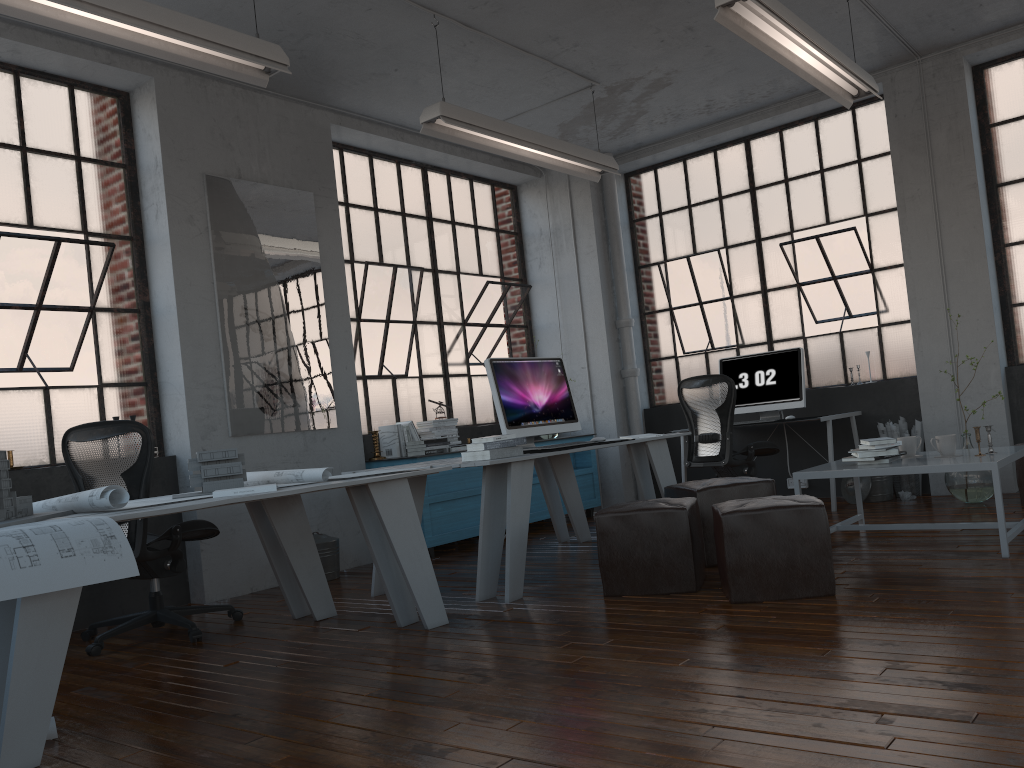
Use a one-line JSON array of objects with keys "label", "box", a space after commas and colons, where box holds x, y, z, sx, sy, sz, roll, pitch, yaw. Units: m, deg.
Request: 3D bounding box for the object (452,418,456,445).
[{"label": "object", "box": [-0.466, 0.406, 7.168, 0.084, 0.256, 0.084, -7, -2, 16]}]

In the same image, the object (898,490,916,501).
[{"label": "object", "box": [2.937, 0.838, 6.601, 0.125, 0.107, 0.096, -6, -2, -10]}]

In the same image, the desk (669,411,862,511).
[{"label": "desk", "box": [2.061, 0.641, 7.092, 1.229, 0.688, 0.932, -8, -3, 38]}]

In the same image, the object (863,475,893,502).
[{"label": "object", "box": [2.763, 0.741, 6.780, 0.290, 0.293, 0.291, -6, -2, -4]}]

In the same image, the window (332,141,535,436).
[{"label": "window", "box": [-0.637, -0.742, 7.562, 0.671, 2.389, 2.588, -7, -2, 38]}]

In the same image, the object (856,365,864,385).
[{"label": "object", "box": [2.825, -0.075, 7.213, 0.066, 0.160, 0.066, -6, -2, -20]}]

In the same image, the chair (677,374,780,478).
[{"label": "chair", "box": [1.629, 0.465, 6.672, 0.772, 1.085, 0.791, -8, -3, 42]}]

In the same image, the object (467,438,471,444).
[{"label": "object", "box": [-0.340, 0.473, 7.047, 0.088, 0.084, 0.088, -8, -3, 43]}]

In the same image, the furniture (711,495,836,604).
[{"label": "furniture", "box": [1.146, 0.723, 3.933, 0.471, 0.430, 0.471, -6, -2, 7]}]

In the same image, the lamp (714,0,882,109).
[{"label": "lamp", "box": [1.520, -1.972, 4.626, 0.202, 0.628, 1.876, -7, -3, 38]}]

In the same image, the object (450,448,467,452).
[{"label": "object", "box": [-0.438, 0.502, 6.728, 0.187, 0.014, 0.252, -8, -4, 38]}]

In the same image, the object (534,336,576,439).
[{"label": "object", "box": [0.382, 0.013, 7.896, 0.434, 0.939, 0.231, -7, -2, 20]}]

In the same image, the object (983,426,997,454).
[{"label": "object", "box": [2.476, 0.284, 4.595, 0.055, 0.153, 0.055, -7, -2, 15]}]

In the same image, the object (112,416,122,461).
[{"label": "object", "box": [-2.301, 0.320, 5.177, 0.085, 0.259, 0.085, -6, -2, 2]}]

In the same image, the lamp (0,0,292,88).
[{"label": "lamp", "box": [-1.703, -1.706, 3.441, 0.202, 0.628, 1.876, -7, -3, 38]}]

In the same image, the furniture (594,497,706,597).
[{"label": "furniture", "box": [0.684, 0.789, 4.333, 0.480, 0.439, 0.479, -7, -2, 17]}]

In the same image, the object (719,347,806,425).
[{"label": "object", "box": [1.951, 0.028, 7.050, 0.715, 0.552, 0.377, -8, -3, 40]}]

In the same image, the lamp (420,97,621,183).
[{"label": "lamp", "box": [0.118, -1.559, 5.694, 0.202, 0.205, 1.876, -8, -3, 38]}]

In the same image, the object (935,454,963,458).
[{"label": "object", "box": [2.308, 0.380, 4.687, 0.137, 0.003, 0.138, -4, -3, -30]}]

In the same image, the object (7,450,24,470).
[{"label": "object", "box": [-2.658, 0.403, 4.700, 0.124, 0.100, 0.124, -5, -3, -29]}]

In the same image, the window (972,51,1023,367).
[{"label": "window", "box": [4.572, -1.392, 5.841, 2.595, 2.389, 0.669, -8, -2, 38]}]

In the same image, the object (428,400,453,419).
[{"label": "object", "box": [-0.557, 0.190, 6.940, 0.177, 0.161, 0.092, -6, -2, 6]}]

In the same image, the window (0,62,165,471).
[{"label": "window", "box": [-3.066, -0.639, 4.508, 0.671, 2.389, 2.588, -7, -2, 38]}]

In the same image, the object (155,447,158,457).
[{"label": "object", "box": [-2.143, 0.380, 5.289, 0.058, 0.117, 0.032, -5, -2, -38]}]

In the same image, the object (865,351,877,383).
[{"label": "object", "box": [2.886, -0.136, 7.157, 0.084, 0.256, 0.084, -5, -2, -29]}]

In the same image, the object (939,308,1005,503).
[{"label": "object", "box": [3.106, 0.124, 5.902, 0.330, 1.339, 0.619, -6, -2, -15]}]

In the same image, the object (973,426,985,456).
[{"label": "object", "box": [2.383, 0.292, 4.529, 0.052, 0.148, 0.053, -6, -2, -11]}]

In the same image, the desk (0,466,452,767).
[{"label": "desk", "box": [-1.285, 0.806, 3.541, 1.066, 0.697, 2.055, -8, -3, 38]}]

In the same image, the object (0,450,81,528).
[{"label": "object", "box": [-1.838, 0.339, 3.017, 0.433, 0.305, 0.737, -6, -3, -7]}]

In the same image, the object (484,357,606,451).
[{"label": "object", "box": [0.196, 0.103, 5.250, 0.378, 0.552, 0.713, -8, -3, 40]}]

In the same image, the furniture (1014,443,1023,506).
[{"label": "furniture", "box": [3.450, 0.558, 5.449, 0.503, 0.460, 0.504, -6, -2, 6]}]

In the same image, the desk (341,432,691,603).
[{"label": "desk", "box": [0.157, 0.749, 5.356, 1.077, 0.704, 2.075, -8, -3, 38]}]

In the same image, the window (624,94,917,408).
[{"label": "window", "box": [2.183, -1.035, 7.760, 2.595, 2.389, 0.669, -8, -2, 38]}]

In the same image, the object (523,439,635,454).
[{"label": "object", "box": [0.228, 0.384, 5.240, 0.688, 0.008, 0.847, -9, -4, 40]}]

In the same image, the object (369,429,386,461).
[{"label": "object", "box": [-0.998, 0.440, 6.499, 0.132, 0.236, 0.132, -6, -2, 5]}]

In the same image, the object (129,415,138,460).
[{"label": "object", "box": [-2.231, 0.316, 5.241, 0.085, 0.259, 0.085, -6, -2, 2]}]

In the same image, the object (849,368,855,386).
[{"label": "object", "box": [2.764, -0.065, 7.212, 0.055, 0.153, 0.055, -6, -2, -2]}]

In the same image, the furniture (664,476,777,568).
[{"label": "furniture", "box": [1.168, 0.759, 4.946, 0.502, 0.460, 0.504, -6, -2, -13]}]

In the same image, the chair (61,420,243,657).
[{"label": "chair", "box": [-1.858, 0.724, 4.458, 0.771, 1.085, 0.793, -6, -2, 7]}]

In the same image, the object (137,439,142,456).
[{"label": "object", "box": [-2.213, 0.388, 5.292, 0.058, 0.117, 0.032, -6, -1, 0]}]

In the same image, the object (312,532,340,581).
[{"label": "object", "box": [-1.257, 1.112, 5.743, 0.292, 0.307, 0.293, -5, -2, -23]}]

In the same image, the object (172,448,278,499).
[{"label": "object", "box": [-1.258, 0.376, 3.839, 0.415, 0.182, 0.390, -5, -3, -21]}]

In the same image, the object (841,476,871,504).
[{"label": "object", "box": [2.588, 0.766, 6.691, 0.107, 0.280, 0.293, -5, -2, -26]}]

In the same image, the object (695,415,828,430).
[{"label": "object", "box": [1.978, 0.310, 7.042, 0.850, 0.008, 0.686, -9, -4, 40]}]

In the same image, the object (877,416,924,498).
[{"label": "object", "box": [3.029, 0.551, 6.820, 0.293, 0.627, 0.275, -6, -2, -10]}]
